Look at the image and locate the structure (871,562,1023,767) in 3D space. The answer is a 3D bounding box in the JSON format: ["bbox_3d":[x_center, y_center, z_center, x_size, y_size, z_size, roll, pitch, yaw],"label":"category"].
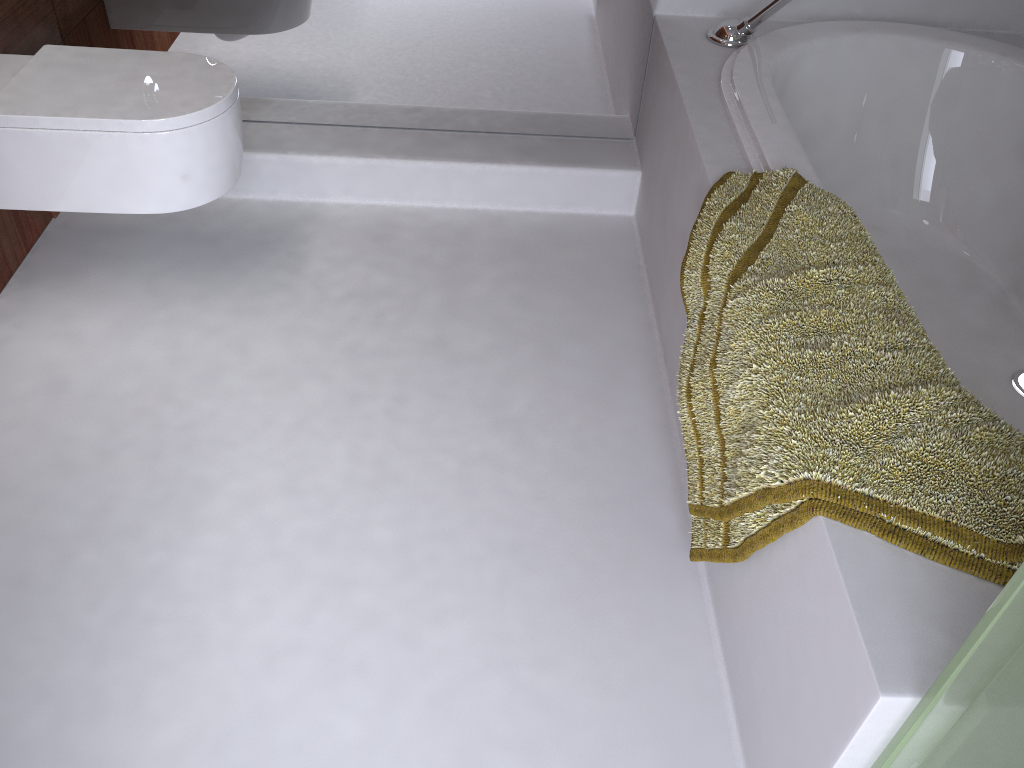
[{"bbox_3d":[0.923,0.153,0.203,1.015,2.079,0.765,2,43,-2],"label":"structure"}]

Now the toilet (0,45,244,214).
[{"bbox_3d":[-0.833,-0.497,1.856,0.547,0.284,0.329,2,43,-2],"label":"toilet"}]

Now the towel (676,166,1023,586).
[{"bbox_3d":[0.459,0.044,1.374,0.349,0.452,0.890,-2,43,-6],"label":"towel"}]

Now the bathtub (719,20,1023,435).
[{"bbox_3d":[0.859,-0.148,1.644,0.881,0.424,1.683,2,43,-2],"label":"bathtub"}]

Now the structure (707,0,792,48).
[{"bbox_3d":[0.568,-0.840,1.988,0.239,0.257,0.112,24,46,20],"label":"structure"}]

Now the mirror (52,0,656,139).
[{"bbox_3d":[-0.333,-1.484,1.593,1.433,2.183,0.019,2,43,-2],"label":"mirror"}]
